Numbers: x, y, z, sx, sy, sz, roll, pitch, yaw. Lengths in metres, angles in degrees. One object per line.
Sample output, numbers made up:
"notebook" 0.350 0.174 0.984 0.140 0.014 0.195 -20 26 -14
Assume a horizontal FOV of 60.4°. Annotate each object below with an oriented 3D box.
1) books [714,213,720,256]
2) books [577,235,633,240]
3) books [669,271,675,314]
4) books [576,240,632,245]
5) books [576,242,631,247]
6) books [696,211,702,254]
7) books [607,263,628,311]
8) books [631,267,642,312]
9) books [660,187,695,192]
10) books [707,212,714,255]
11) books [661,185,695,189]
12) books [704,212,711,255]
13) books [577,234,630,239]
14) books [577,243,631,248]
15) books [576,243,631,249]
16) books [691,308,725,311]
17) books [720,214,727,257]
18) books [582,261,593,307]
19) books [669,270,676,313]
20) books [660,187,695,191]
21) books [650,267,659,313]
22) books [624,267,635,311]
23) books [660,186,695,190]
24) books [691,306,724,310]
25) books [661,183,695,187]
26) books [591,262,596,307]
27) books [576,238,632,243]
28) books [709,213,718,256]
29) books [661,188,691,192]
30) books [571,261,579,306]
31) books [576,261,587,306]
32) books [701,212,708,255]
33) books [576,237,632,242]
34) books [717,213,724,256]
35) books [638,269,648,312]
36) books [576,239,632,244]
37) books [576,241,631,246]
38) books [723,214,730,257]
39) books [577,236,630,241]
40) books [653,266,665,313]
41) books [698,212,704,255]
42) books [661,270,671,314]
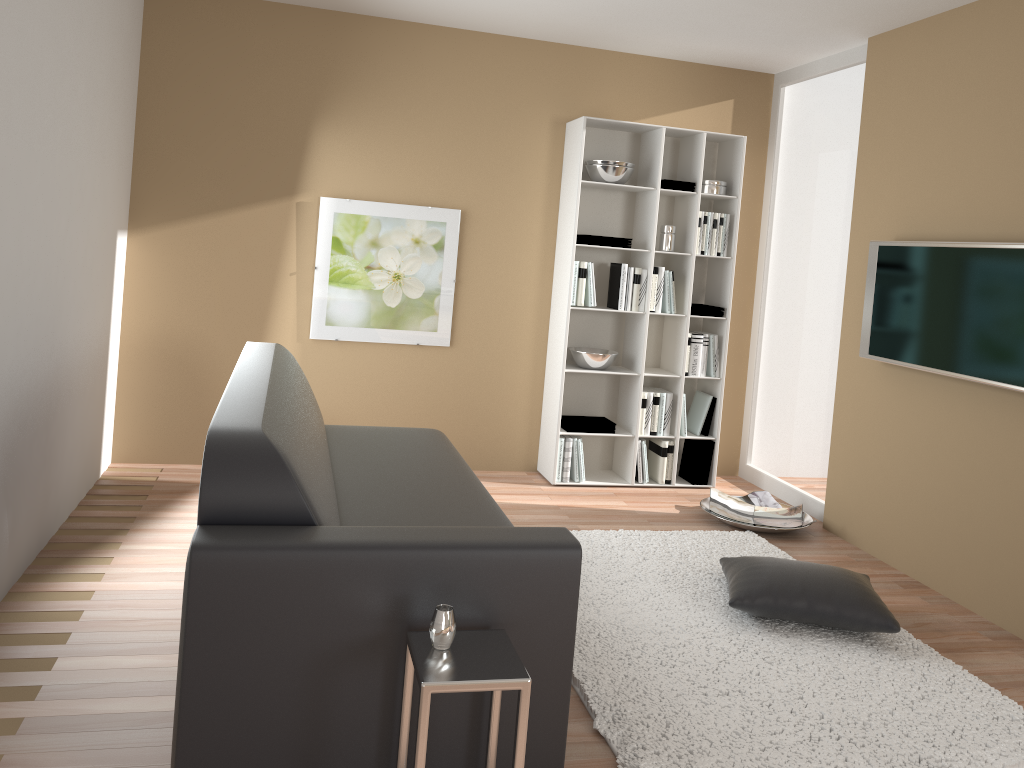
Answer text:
"books" 1.215 -0.918 5.408 0.020 0.257 0.209 4 4 -15
"books" 0.542 -0.874 5.260 0.296 0.007 0.213 3 9 -14
"books" 0.936 -0.563 5.365 0.058 0.256 0.210 4 4 -14
"books" 0.538 -0.847 5.261 0.296 0.006 0.213 3 9 -14
"books" 0.535 -0.836 5.261 0.296 0.006 0.213 3 9 -14
"books" 1.093 -0.923 5.371 0.020 0.257 0.210 4 4 -14
"books" 0.634 -0.587 5.285 0.040 0.274 0.209 4 4 -14
"books" 0.716 -0.574 5.300 0.040 0.257 0.209 4 4 -14
"books" 0.947 -1.180 5.372 0.210 0.006 0.301 2 9 -19
"books" 1.174 -0.920 5.396 0.020 0.257 0.209 4 4 -14
"books" 0.948 -1.197 5.370 0.210 0.006 0.301 2 9 -19
"books" 1.153 -0.921 5.391 0.020 0.257 0.210 4 4 -14
"books" 0.543 -0.879 5.261 0.296 0.006 0.213 3 9 -14
"books" 0.535 -0.830 5.261 0.296 0.006 0.213 3 9 -14
"books" 0.534 -0.825 5.260 0.296 0.007 0.213 3 9 -14
"books" 1.153 -0.473 5.457 0.210 0.008 0.301 3 9 -14
"books" 1.256 -0.916 5.417 0.020 0.257 0.210 4 4 -14
"books" 0.435 -0.597 5.228 0.060 0.258 0.210 4 4 -14
"books" 0.949 -0.567 5.384 0.058 0.256 0.210 4 4 -14
"books" 0.947 -1.186 5.372 0.210 0.006 0.301 2 9 -19
"books" 0.817 -0.578 5.341 0.053 0.271 0.209 4 4 -14
"books" 0.674 -0.577 5.295 0.040 0.257 0.209 4 4 -14
"books" 0.947 -1.192 5.374 0.210 0.006 0.301 1 9 -21
"books" 1.150 -0.484 5.452 0.210 0.007 0.301 3 9 -14
"books" 0.947 -1.209 5.371 0.210 0.006 0.301 2 9 -18
"books" 0.455 -0.598 5.245 0.058 0.256 0.210 4 4 -14
"books" 0.538 -0.858 5.259 0.297 0.006 0.213 3 9 -13
"books" 1.197 -0.918 5.396 0.020 0.257 0.210 4 4 -14
"books" 0.945 -1.176 5.373 0.210 0.007 0.301 2 9 -19
"books" 0.341 -0.601 5.208 0.040 0.257 0.209 4 4 -14
"books" 0.388 -0.598 5.214 0.040 0.257 0.209 4 4 -14
"books" 1.133 -0.921 5.385 0.020 0.257 0.209 4 4 -14
"books" 0.537 -0.864 5.264 0.296 0.008 0.213 3 9 -14
"books" 1.237 -0.917 5.411 0.020 0.257 0.209 4 4 -14
"books" 0.754 -0.570 5.317 0.040 0.250 0.209 4 4 -14
"books" 0.538 -0.852 5.261 0.296 0.006 0.213 3 9 -14
"books" 0.534 -0.842 5.261 0.296 0.006 0.213 2 9 -16
"books" 1.277 -0.915 5.422 0.020 0.257 0.209 4 4 -14
"books" 0.538 -0.869 5.264 0.296 0.008 0.213 3 9 -14
"books" 0.863 -0.578 5.354 0.040 0.274 0.209 4 4 -14
"books" 1.112 -0.923 5.382 0.020 0.257 0.209 4 4 -15
"books" 0.910 -0.567 5.362 0.060 0.258 0.209 4 4 -14
